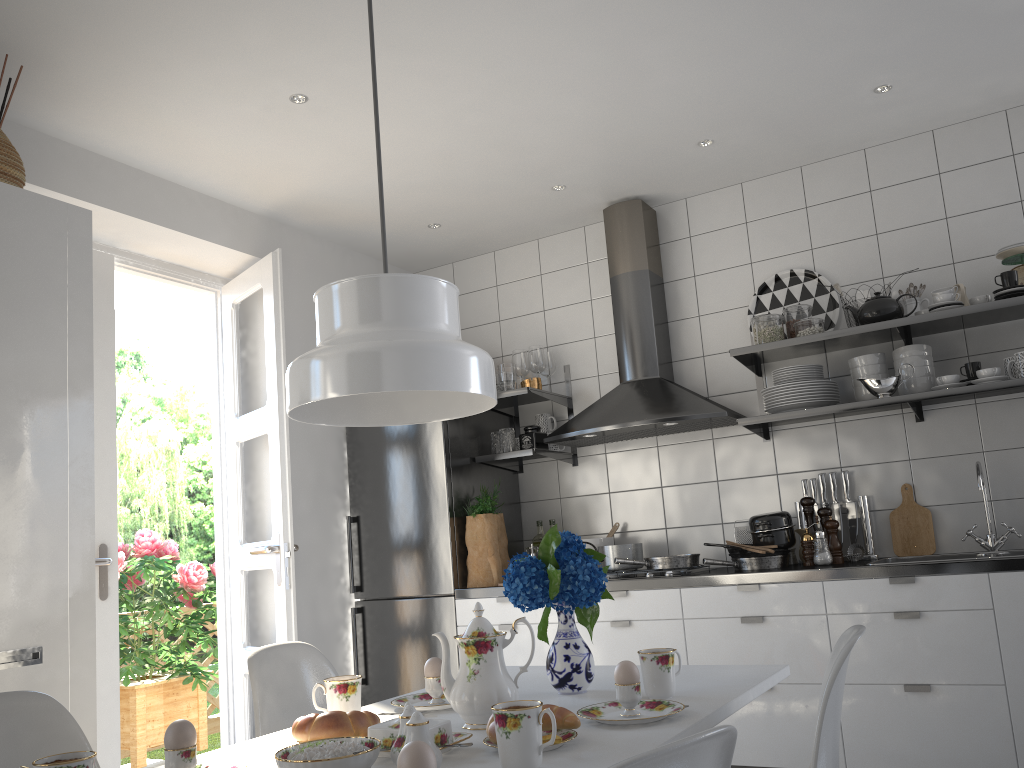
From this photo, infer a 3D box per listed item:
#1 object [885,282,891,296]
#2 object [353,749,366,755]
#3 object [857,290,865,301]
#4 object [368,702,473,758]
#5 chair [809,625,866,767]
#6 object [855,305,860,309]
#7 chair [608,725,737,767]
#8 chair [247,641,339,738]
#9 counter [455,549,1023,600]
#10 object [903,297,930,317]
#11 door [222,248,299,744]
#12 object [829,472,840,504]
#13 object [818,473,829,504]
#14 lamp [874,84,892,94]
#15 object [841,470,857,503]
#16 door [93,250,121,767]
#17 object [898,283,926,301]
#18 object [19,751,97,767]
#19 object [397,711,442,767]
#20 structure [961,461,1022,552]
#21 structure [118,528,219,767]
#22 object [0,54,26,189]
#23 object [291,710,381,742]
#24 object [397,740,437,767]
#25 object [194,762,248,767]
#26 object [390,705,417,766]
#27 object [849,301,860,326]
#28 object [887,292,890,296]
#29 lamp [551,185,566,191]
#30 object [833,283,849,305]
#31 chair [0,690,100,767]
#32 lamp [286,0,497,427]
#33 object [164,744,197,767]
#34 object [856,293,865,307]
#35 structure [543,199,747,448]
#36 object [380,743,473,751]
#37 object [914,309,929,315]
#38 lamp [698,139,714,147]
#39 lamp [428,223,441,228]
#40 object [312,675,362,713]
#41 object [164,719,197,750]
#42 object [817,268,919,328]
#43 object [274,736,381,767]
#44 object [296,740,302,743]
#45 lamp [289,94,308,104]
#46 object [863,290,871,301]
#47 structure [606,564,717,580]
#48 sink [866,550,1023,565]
[{"bbox_3d":[1.522,-0.303,3.629,0.086,0.225,0.027,-7,-9,13],"label":"object"},{"bbox_3d":[-0.232,0.544,1.308,0.031,0.031,0.139,-2,-11,-15],"label":"object"},{"bbox_3d":[1.473,-0.289,3.703,0.029,0.231,0.063,-7,-9,17],"label":"object"},{"bbox_3d":[-0.173,0.580,1.497,0.187,0.083,0.141,-10,-12,29],"label":"object"},{"bbox_3d":[0.405,0.860,1.603,0.543,0.796,0.467,-8,-10,19],"label":"chair"},{"bbox_3d":[1.443,-0.261,3.659,0.022,0.166,0.125,-7,-10,15],"label":"object"},{"bbox_3d":[0.005,0.767,0.939,0.545,0.796,0.465,-13,-13,43],"label":"chair"},{"bbox_3d":[-0.323,1.000,2.037,0.543,0.796,0.467,-9,-10,24],"label":"chair"},{"bbox_3d":[1.303,0.705,3.380,3.248,0.045,0.653,-11,-12,29],"label":"counter"},{"bbox_3d":[1.619,-0.276,3.539,0.084,0.129,0.084,-6,-9,8],"label":"object"},{"bbox_3d":[-1.092,0.621,3.803,0.157,2.313,0.605,3,-11,-40],"label":"door"},{"bbox_3d":[1.346,0.433,3.700,0.033,0.131,0.022,-10,-10,34],"label":"object"},{"bbox_3d":[1.310,0.440,3.721,0.033,0.131,0.022,-10,-10,34],"label":"object"},{"bbox_3d":[1.381,-1.109,3.300,0.064,0.030,0.064,-9,-11,22],"label":"lamp"},{"bbox_3d":[1.395,0.424,3.672,0.046,0.131,0.022,-10,-10,33],"label":"object"},{"bbox_3d":[-1.733,0.571,3.270,0.157,2.313,0.604,-9,-10,29],"label":"door"},{"bbox_3d":[1.615,-0.315,3.558,0.105,0.202,0.077,-9,-10,27],"label":"object"},{"bbox_3d":[-0.604,0.550,1.187,0.091,0.095,0.078,-7,-10,16],"label":"object"},{"bbox_3d":[-0.135,0.528,1.287,0.069,0.101,0.065,-10,-11,29],"label":"object"},{"bbox_3d":[1.809,0.464,3.324,0.189,0.350,0.276,-6,-9,6],"label":"structure"},{"bbox_3d":[-2.138,1.477,5.086,1.265,1.273,1.179,-10,-11,31],"label":"structure"},{"bbox_3d":[-1.486,-0.736,2.501,0.091,0.449,0.230,-10,-10,30],"label":"object"},{"bbox_3d":[-0.321,0.617,1.605,0.161,0.057,0.125,-4,-10,-5],"label":"object"},{"bbox_3d":[-0.115,0.465,1.074,0.048,0.062,0.048,-11,-11,33],"label":"object"},{"bbox_3d":[-0.511,0.617,1.368,0.201,0.015,0.202,-2,-11,-15],"label":"object"},{"bbox_3d":[-0.153,0.542,1.351,0.069,0.101,0.065,-10,-11,29],"label":"object"},{"bbox_3d":[1.432,-0.265,3.682,0.023,0.185,0.081,-5,-9,4],"label":"object"},{"bbox_3d":[1.501,-0.286,3.590,0.090,0.180,0.023,-5,-9,3],"label":"object"},{"bbox_3d":[0.207,-0.889,3.973,0.064,0.030,0.064,-9,-11,22],"label":"lamp"},{"bbox_3d":[1.384,-0.302,3.629,0.114,0.248,0.021,-11,-10,34],"label":"object"},{"bbox_3d":[-0.698,0.910,1.402,0.544,0.796,0.466,-10,-10,29],"label":"chair"},{"bbox_3d":[-0.264,-0.601,1.695,0.373,1.315,0.375,0,-10,-28],"label":"lamp"},{"bbox_3d":[-0.512,0.590,1.371,0.048,0.057,0.048,-1,-10,-19],"label":"object"},{"bbox_3d":[1.470,-0.286,3.682,0.028,0.219,0.101,-5,-9,1],"label":"object"},{"bbox_3d":[0.536,-0.315,4.048,0.871,1.086,0.473,-10,-10,29],"label":"structure"},{"bbox_3d":[-0.152,0.586,1.426,0.180,0.001,0.022,-5,-11,4],"label":"object"},{"bbox_3d":[1.595,-0.257,3.411,0.079,0.047,0.083,-5,-10,4],"label":"object"},{"bbox_3d":[0.794,-0.999,3.636,0.064,0.030,0.064,-9,-11,22],"label":"lamp"},{"bbox_3d":[-0.379,-0.779,4.309,0.064,0.030,0.064,-9,-11,22],"label":"lamp"},{"bbox_3d":[-0.342,0.642,1.784,0.078,0.095,0.091,-10,-11,28],"label":"object"},{"bbox_3d":[-0.515,0.554,1.377,0.048,0.062,0.048,-11,-11,33],"label":"object"},{"bbox_3d":[1.470,-0.322,3.634,0.378,0.277,0.199,-7,-9,12],"label":"object"},{"bbox_3d":[-0.277,0.572,1.340,0.158,0.058,0.159,-8,-11,19],"label":"object"},{"bbox_3d":[-0.312,0.648,1.617,0.158,0.015,0.159,-4,-11,0],"label":"object"},{"bbox_3d":[-0.733,-0.989,3.044,0.064,0.030,0.064,-9,-11,22],"label":"lamp"},{"bbox_3d":[1.498,-0.292,3.682,0.025,0.226,0.086,-4,-9,-1],"label":"object"},{"bbox_3d":[0.576,0.804,3.792,0.468,0.028,0.492,-11,-12,29],"label":"structure"},{"bbox_3d":[1.694,0.656,3.124,0.767,0.111,0.489,-11,-12,29],"label":"sink"}]
